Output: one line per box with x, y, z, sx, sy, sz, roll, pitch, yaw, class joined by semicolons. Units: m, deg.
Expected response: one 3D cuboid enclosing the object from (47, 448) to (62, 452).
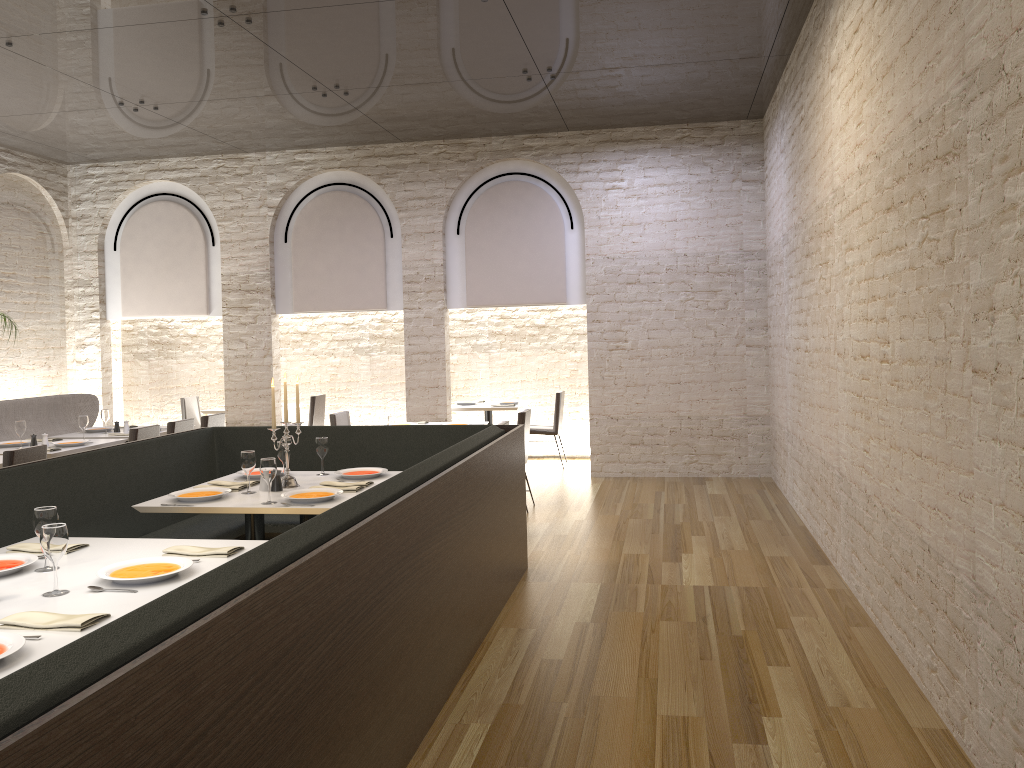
-3.794;0.533;7.129;0.273;0.033;0.143;-1;3;10;object

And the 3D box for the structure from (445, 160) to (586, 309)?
0.028;-1.722;10.139;1.633;1.674;0.098;-1;1;10;structure

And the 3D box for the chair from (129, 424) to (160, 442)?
-3.329;0.815;7.552;0.565;0.905;0.412;-1;1;10;chair

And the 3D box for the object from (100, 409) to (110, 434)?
-3.885;0.359;8.470;0.086;0.231;0.086;-1;1;40;object

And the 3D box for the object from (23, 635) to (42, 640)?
-1.421;0.717;2.515;0.185;0.010;0.017;-1;2;10;object

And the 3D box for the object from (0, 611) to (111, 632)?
-1.367;0.706;2.650;0.273;0.033;0.143;-1;3;10;object

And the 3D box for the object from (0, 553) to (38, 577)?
-1.928;0.681;3.268;0.321;0.036;0.322;-1;3;6;object

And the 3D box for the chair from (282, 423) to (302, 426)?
-1.599;0.784;7.291;0.565;0.905;0.412;-1;1;10;chair

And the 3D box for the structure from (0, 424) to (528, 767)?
-2.015;1.078;0.981;2.371;1.000;10.761;-1;3;10;structure

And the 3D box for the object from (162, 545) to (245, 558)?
-1.216;0.657;3.496;0.273;0.033;0.143;-1;3;10;object

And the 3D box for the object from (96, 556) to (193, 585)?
-1.304;0.671;3.154;0.321;0.036;0.322;-1;3;6;object

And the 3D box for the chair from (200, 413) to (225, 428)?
-3.129;0.751;8.672;0.565;0.905;0.412;-1;1;10;chair

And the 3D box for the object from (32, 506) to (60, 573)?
-1.731;0.575;3.293;0.086;0.231;0.086;-1;1;22;object

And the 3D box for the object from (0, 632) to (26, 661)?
-1.454;0.718;2.317;0.321;0.036;0.322;0;3;30;object

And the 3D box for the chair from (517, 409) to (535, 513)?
-0.108;0.699;8.178;0.565;0.905;0.412;-1;1;10;chair

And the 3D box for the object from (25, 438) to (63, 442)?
-4.180;0.502;7.913;0.273;0.033;0.143;-1;3;10;object

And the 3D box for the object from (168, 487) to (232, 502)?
-1.666;0.597;4.735;0.321;0.036;0.322;-2;3;-14;object

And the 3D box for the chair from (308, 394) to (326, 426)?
-2.701;0.598;11.375;0.565;0.905;0.412;-1;1;10;chair

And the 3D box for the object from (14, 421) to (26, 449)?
-4.083;0.422;7.360;0.086;0.231;0.086;-1;1;40;object

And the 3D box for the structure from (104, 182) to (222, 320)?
-4.283;-1.651;10.910;1.633;1.674;0.098;-1;1;10;structure

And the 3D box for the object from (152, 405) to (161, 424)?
-3.554;0.329;8.872;0.086;0.231;0.086;-1;1;40;object

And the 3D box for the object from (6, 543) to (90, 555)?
-1.893;0.668;3.617;0.273;0.033;0.143;-1;3;10;object

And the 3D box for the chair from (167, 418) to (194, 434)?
-3.231;0.784;8.104;0.565;0.905;0.412;-1;1;10;chair

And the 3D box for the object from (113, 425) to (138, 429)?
-3.980;0.438;9.035;0.273;0.033;0.143;-1;3;10;object

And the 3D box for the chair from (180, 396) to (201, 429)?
-3.992;0.620;11.607;0.565;0.905;0.412;-1;1;10;chair

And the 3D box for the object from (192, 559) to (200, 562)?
-1.270;0.669;3.361;0.185;0.010;0.017;-1;2;10;object

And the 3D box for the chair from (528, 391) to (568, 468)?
0.365;0.548;10.827;0.565;0.905;0.412;-1;1;10;chair

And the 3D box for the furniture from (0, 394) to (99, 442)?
-4.603;0.710;8.359;0.707;1.096;2.587;-1;3;10;furniture

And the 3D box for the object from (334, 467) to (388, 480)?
-0.911;0.545;5.356;0.322;0.036;0.322;-3;3;-31;object

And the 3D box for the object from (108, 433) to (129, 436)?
-3.593;0.469;8.251;0.273;0.033;0.143;-1;3;10;object

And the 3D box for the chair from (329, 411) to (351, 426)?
-1.399;0.721;8.409;0.565;0.905;0.412;-1;1;10;chair

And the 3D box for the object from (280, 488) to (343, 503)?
-1.042;0.587;4.621;0.321;0.036;0.322;-2;3;-14;object

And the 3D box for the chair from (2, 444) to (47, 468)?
-3.577;0.894;6.164;0.565;0.905;0.412;-1;1;10;chair

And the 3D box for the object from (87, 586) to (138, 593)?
-1.340;0.689;2.971;0.181;0.015;0.038;-1;3;12;object

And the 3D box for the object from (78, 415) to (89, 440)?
-3.753;0.393;7.762;0.086;0.231;0.086;-1;1;40;object

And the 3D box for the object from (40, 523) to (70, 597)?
-1.529;0.587;2.964;0.086;0.231;0.086;-1;1;22;object

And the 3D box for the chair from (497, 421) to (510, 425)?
-0.308;0.763;7.060;0.565;0.905;0.412;-1;1;10;chair

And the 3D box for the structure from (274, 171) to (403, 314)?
-2.058;-1.688;10.512;1.633;1.674;0.098;-1;1;10;structure

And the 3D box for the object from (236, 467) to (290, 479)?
-1.535;0.555;5.470;0.321;0.036;0.322;-1;3;6;object

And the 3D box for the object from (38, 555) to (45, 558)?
-1.897;0.676;3.486;0.181;0.015;0.038;-1;3;12;object
